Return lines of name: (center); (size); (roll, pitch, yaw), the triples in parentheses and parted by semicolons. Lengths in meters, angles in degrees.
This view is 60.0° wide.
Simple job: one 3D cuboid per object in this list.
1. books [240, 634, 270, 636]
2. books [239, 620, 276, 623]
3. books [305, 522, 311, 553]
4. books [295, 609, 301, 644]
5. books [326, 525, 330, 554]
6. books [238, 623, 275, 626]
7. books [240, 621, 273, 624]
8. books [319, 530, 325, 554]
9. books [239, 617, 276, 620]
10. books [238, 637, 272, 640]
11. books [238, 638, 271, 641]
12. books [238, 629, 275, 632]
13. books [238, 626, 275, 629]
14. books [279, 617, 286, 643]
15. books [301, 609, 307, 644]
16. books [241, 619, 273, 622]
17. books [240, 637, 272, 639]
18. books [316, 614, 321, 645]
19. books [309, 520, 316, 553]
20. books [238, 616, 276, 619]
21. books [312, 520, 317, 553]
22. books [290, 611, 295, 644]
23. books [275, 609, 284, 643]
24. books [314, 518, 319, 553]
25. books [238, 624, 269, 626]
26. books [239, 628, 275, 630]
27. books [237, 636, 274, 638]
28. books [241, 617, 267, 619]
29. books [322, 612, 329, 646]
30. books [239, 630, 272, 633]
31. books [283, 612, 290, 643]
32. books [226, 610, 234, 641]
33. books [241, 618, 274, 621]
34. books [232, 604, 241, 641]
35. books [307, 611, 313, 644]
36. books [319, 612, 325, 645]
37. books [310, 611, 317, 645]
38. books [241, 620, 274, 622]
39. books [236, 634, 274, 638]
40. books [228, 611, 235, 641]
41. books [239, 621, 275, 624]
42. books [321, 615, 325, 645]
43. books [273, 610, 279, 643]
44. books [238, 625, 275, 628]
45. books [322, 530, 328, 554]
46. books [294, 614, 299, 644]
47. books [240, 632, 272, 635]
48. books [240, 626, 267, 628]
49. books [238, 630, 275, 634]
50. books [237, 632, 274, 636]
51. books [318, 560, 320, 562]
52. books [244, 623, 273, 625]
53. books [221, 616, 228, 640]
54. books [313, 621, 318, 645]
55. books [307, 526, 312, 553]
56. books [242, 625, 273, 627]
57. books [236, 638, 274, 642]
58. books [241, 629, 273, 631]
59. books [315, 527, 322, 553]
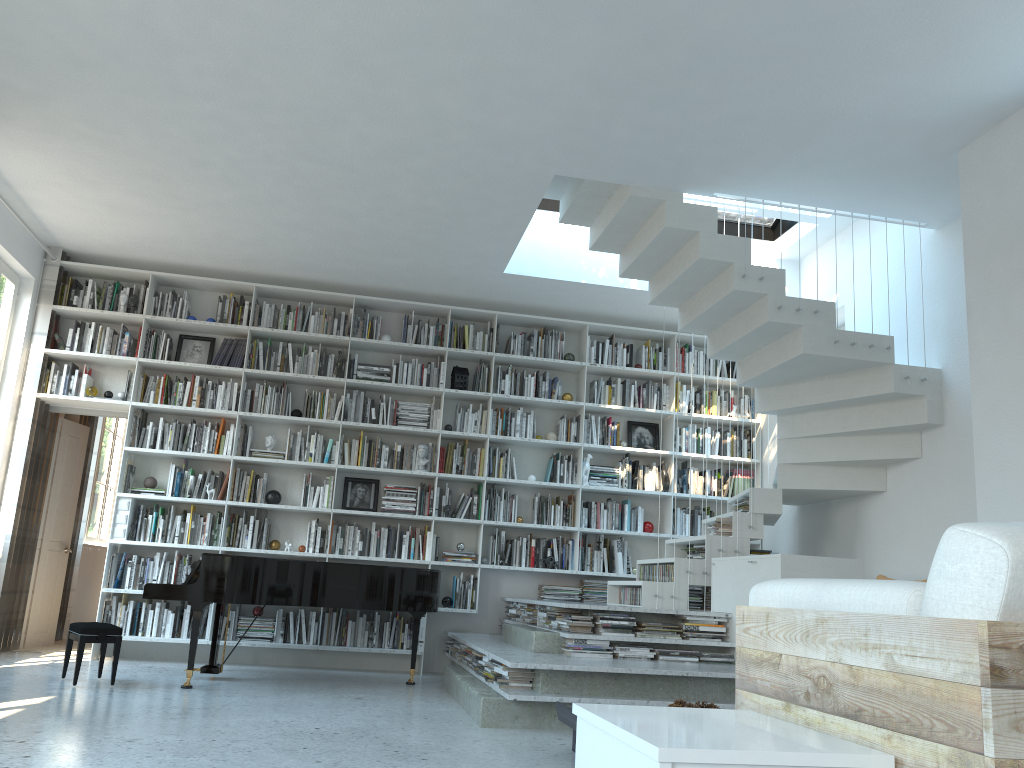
books: (-2.070, 2.029, 7.176); (0.254, 0.007, 0.161); (7, -14, -14)
books: (-2.064, 1.927, 7.201); (0.285, 0.005, 0.160); (7, -13, -13)
books: (-1.703, 1.287, 7.408); (0.012, 0.253, 0.161); (6, -13, -10)
books: (-1.741, 1.975, 7.235); (0.012, 0.274, 0.180); (6, -13, -10)
books: (-1.546, 1.314, 7.458); (0.019, 0.241, 0.107); (6, -13, -10)
books: (-2.069, 1.949, 7.200); (0.285, 0.005, 0.160); (6, -13, -11)
books: (-2.064, 1.932, 7.197); (0.254, 0.005, 0.161); (5, -13, -6)
books: (-1.593, 1.329, 7.432); (0.031, 0.194, 0.142); (6, -13, -10)
books: (-2.064, 1.908, 7.212); (0.285, 0.005, 0.160); (6, -13, -10)
books: (-2.075, 2.057, 7.178); (0.254, 0.007, 0.161); (6, -13, -10)
books: (-2.074, 2.062, 7.168); (0.254, 0.007, 0.161); (5, -13, -6)
books: (-2.068, 1.995, 7.181); (0.285, 0.007, 0.160); (7, -14, -15)
books: (-2.069, 1.977, 7.197); (0.285, 0.007, 0.160); (6, -13, -10)
books: (-1.864, 2.000, 7.216); (0.029, 0.201, 0.178); (6, -13, -10)
books: (-1.701, 1.982, 7.255); (0.073, 0.275, 0.181); (6, -13, -10)
books: (-2.065, 1.918, 7.209); (0.254, 0.005, 0.161); (6, -13, -10)
books: (-2.074, 2.050, 7.178); (0.254, 0.007, 0.161); (6, -13, -9)
books: (-1.588, 2.016, 7.289); (0.021, 0.237, 0.116); (6, -13, -10)
books: (-1.666, 1.280, 7.406); (0.027, 0.268, 0.159); (6, -13, -10)
books: (-2.061, 1.895, 7.203); (0.285, 0.005, 0.160); (5, -13, -5)
books: (-1.651, 1.281, 7.423); (0.010, 0.276, 0.156); (6, -13, -10)
books: (-1.791, 1.983, 7.234); (0.062, 0.252, 0.178); (6, -13, -10)
books: (-1.894, 1.969, 7.230); (0.031, 0.265, 0.144); (6, -13, -10)
books: (-1.638, 1.275, 7.423); (0.014, 0.290, 0.132); (6, -13, -10)
books: (-2.070, 1.954, 7.199); (0.285, 0.005, 0.160); (6, -13, -9)
books: (-2.069, 1.983, 7.193); (0.285, 0.007, 0.160); (6, -13, -9)
books: (-2.073, 2.042, 7.172); (0.285, 0.007, 0.160); (7, -14, -14)
books: (-2.063, 1.902, 7.211); (0.254, 0.005, 0.161); (6, -13, -9)
books: (-1.529, 2.006, 7.273); (0.026, 0.255, 0.183); (6, -13, -10)
books: (-2.070, 2.003, 7.188); (0.254, 0.007, 0.161); (6, -13, -9)
books: (-1.837, 1.988, 7.236); (0.028, 0.237, 0.136); (6, -13, -10)
books: (-2.278, 1.944, 7.152); (0.023, 0.231, 0.164); (6, -13, -10)
books: (-2.065, 1.913, 7.211); (0.254, 0.005, 0.161); (6, -13, -10)
books: (-2.228, 1.926, 7.175); (0.027, 0.281, 0.129); (6, -13, -10)
books: (-1.656, 1.997, 7.275); (0.025, 0.258, 0.133); (6, -13, -10)
books: (-1.561, 2.009, 7.288); (0.012, 0.253, 0.161); (6, -13, -10)
books: (-1.626, 1.993, 7.249); (0.024, 0.259, 0.190); (6, -13, -10)
books: (-2.063, 1.921, 7.198); (0.254, 0.005, 0.161); (7, -14, -15)
books: (-2.070, 2.035, 7.172); (0.285, 0.007, 0.160); (5, -13, -5)
books: (-2.256, 1.951, 7.164); (0.027, 0.226, 0.139); (6, -13, -10)
books: (-2.067, 1.937, 7.195); (0.285, 0.005, 0.160); (7, -14, -14)
books: (-1.551, 2.019, 7.291); (0.010, 0.237, 0.134); (6, -13, -10)
books: (-1.913, 1.969, 7.210); (0.012, 0.253, 0.161); (6, -13, -10)
books: (-2.070, 1.964, 7.194); (0.285, 0.005, 0.160); (6, -13, -12)
books: (-1.563, 1.326, 7.425); (0.024, 0.200, 0.159); (6, -13, -10)
books: (-1.755, 1.996, 7.236); (0.011, 0.231, 0.174); (6, -13, -10)
books: (-2.070, 2.015, 7.179); (0.254, 0.007, 0.161); (7, -14, -14)
books: (-2.071, 1.970, 7.197); (0.254, 0.005, 0.161); (6, -13, -10)
books: (-2.069, 2.008, 7.180); (0.285, 0.007, 0.160); (7, -14, -14)
books: (-2.070, 2.023, 7.182); (0.285, 0.007, 0.160); (5, -13, -8)
books: (-1.619, 1.625, 7.342); (0.013, 0.319, 0.174); (6, -13, -10)
books: (-2.069, 1.944, 7.203); (0.254, 0.005, 0.161); (6, -13, -10)
books: (-2.318, 1.964, 7.143); (0.053, 0.183, 0.148); (6, -13, -10)
books: (-1.608, 2.038, 7.260); (0.024, 0.179, 0.172); (6, -13, -10)
books: (-1.692, 1.303, 7.415); (0.015, 0.225, 0.148); (6, -13, -10)
books: (-2.070, 1.959, 7.197); (0.254, 0.005, 0.161); (6, -13, -11)
books: (-2.076, 2.071, 7.176); (0.285, 0.007, 0.160); (6, -13, -10)
books: (-2.069, 1.990, 7.191); (0.254, 0.007, 0.161); (6, -13, -9)
books: (-1.618, 1.309, 7.411); (0.029, 0.220, 0.153); (6, -13, -10)
